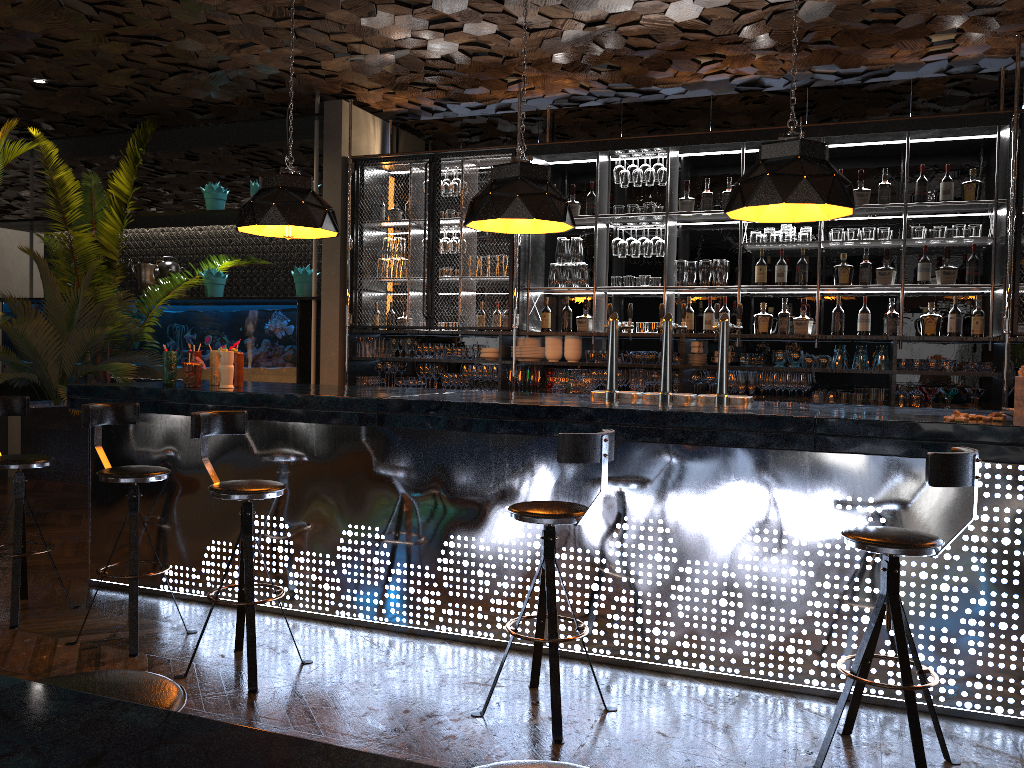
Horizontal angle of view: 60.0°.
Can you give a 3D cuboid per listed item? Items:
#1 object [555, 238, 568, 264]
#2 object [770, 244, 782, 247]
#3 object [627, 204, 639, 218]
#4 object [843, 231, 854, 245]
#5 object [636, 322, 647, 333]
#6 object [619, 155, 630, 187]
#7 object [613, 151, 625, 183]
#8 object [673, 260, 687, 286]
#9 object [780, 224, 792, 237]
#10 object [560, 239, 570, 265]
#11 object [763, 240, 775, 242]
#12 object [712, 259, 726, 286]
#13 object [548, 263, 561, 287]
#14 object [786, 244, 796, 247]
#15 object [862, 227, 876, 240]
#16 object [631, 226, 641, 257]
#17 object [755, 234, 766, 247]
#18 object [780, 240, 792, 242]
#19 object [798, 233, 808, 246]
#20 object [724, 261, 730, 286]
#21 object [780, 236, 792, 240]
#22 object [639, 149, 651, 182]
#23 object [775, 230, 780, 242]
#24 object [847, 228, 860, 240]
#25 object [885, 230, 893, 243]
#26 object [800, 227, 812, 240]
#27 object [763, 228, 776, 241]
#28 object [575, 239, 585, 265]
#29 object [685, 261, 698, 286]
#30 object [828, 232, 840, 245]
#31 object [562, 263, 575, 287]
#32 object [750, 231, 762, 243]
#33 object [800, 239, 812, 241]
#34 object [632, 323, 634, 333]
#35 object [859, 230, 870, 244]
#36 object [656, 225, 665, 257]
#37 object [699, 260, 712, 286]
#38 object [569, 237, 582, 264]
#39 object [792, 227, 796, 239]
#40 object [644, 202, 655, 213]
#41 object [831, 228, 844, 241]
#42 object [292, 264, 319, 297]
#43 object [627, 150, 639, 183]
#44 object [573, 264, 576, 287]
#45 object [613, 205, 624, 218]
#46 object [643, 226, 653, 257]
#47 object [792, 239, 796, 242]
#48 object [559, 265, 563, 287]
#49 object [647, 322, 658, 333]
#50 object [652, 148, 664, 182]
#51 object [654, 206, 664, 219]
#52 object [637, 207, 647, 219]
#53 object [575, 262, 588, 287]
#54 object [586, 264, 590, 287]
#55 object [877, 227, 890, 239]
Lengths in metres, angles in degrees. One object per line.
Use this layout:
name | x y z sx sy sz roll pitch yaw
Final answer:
object | 0.411 -1.101 7.328 0.105 0.209 0.105 0 2 -24
object | 2.023 -1.106 6.802 0.089 0.092 0.089 -1 3 -43
object | 0.966 -1.383 7.089 0.089 0.092 0.089 1 2 -10
object | 2.518 -1.089 6.630 0.089 0.092 0.089 0 2 -29
object | 1.041 -0.447 7.133 0.089 0.092 0.089 2 2 32
object | 0.915 -1.728 7.205 0.092 0.244 0.092 1 2 -18
object | 0.854 -1.724 7.052 0.092 0.244 0.092 1 2 -18
object | 1.313 -0.859 6.925 0.105 0.209 0.105 0 2 -24
object | 2.058 -1.149 6.658 0.089 0.092 0.089 2 2 17
object | 0.447 -1.104 7.435 0.105 0.209 0.105 0 2 -24
object | 1.936 -1.103 6.667 0.089 0.092 0.089 1 2 -7
object | 1.593 -0.849 6.819 0.105 0.209 0.105 0 2 -24
object | 0.353 -0.894 7.357 0.105 0.209 0.105 0 2 -24
object | 2.130 -1.103 6.786 0.089 0.092 0.089 -1 3 -43
object | 2.579 -1.081 6.410 0.089 0.092 0.089 1 2 -15
object | 1.004 -1.152 7.185 0.092 0.244 0.092 1 2 -18
object | 1.926 -1.110 6.853 0.089 0.092 0.089 1 2 -7
object | 2.057 -1.100 6.660 0.089 0.092 0.089 2 2 11
object | 2.210 -1.099 6.718 0.089 0.092 0.089 2 2 11
object | 1.643 -0.852 6.915 0.105 0.209 0.105 0 2 -24
object | 2.058 -1.123 6.659 0.089 0.092 0.089 2 2 11
object | 1.049 -1.717 6.976 0.092 0.244 0.092 1 2 -18
object | 2.024 -1.126 6.801 0.089 0.092 0.089 -1 3 -43
object | 2.490 -1.085 6.471 0.089 0.092 0.089 1 2 -15
object | 2.757 -1.081 6.527 0.089 0.092 0.089 1 2 -4
object | 2.181 -1.115 6.579 0.089 0.092 0.089 2 2 12
object | 1.936 -1.123 6.666 0.089 0.092 0.089 0 2 -27
object | 0.552 -1.100 7.381 0.105 0.209 0.105 0 2 -24
object | 1.414 -0.860 7.009 0.105 0.209 0.105 0 2 -24
object | 2.422 -1.093 6.661 0.089 0.092 0.089 0 2 -27
object | 0.464 -0.891 7.314 0.105 0.209 0.105 0 2 -24
object | 1.844 -1.107 6.709 0.089 0.092 0.089 -1 3 -43
object | 2.181 -1.095 6.580 0.089 0.092 0.089 -1 3 -43
object | 0.950 -0.453 7.260 0.089 0.092 0.089 1 2 -7
object | 2.611 -1.085 6.552 0.089 0.092 0.089 2 2 21
object | 1.193 -1.145 7.111 0.092 0.244 0.092 1 2 -18
object | 1.501 -0.854 6.881 0.105 0.209 0.105 0 2 -24
object | 0.523 -1.098 7.294 0.105 0.209 0.105 0 2 -24
object | 2.131 -1.151 6.785 0.089 0.092 0.089 -1 3 -43
object | 1.081 -1.377 6.990 0.089 0.092 0.089 1 2 -10
object | 2.384 -1.088 6.500 0.089 0.092 0.089 1 2 -7
object | -1.901 -0.941 8.161 0.265 0.325 0.245 2 2 15
object | 0.957 -1.720 7.012 0.092 0.244 0.092 1 2 -18
object | 0.497 -0.893 7.419 0.105 0.209 0.105 0 2 -24
object | 0.861 -1.387 7.155 0.089 0.092 0.089 1 2 -10
object | 1.097 -1.149 7.148 0.092 0.244 0.092 1 2 -18
object | 2.130 -1.125 6.786 0.089 0.092 0.089 -1 3 -43
object | 0.386 -0.898 7.470 0.105 0.209 0.105 0 2 -24
object | 1.116 -0.442 7.036 0.089 0.092 0.089 2 2 32
object | 1.146 -1.714 6.938 0.092 0.244 0.092 1 2 -18
object | 1.177 -1.380 7.150 0.089 0.092 0.089 1 2 -10
object | 1.056 -1.384 7.185 0.089 0.092 0.089 2 2 32
object | 0.567 -0.887 7.261 0.105 0.209 0.105 0 2 -24
object | 0.595 -0.890 7.369 0.105 0.209 0.105 0 2 -24
object | 2.683 -1.078 6.406 0.089 0.092 0.089 0 2 -24
